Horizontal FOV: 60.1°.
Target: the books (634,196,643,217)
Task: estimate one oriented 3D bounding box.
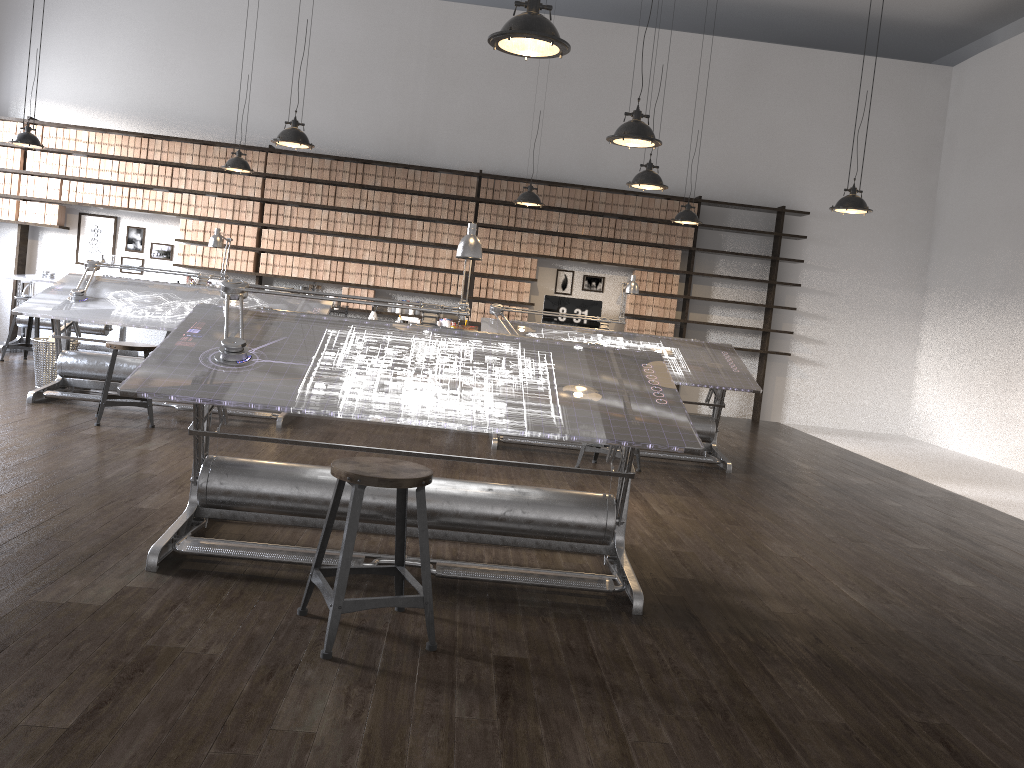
[{"bbox_3d":[1.416,-1.996,10.004,0.067,0.225,0.175,6,4,-4],"label":"books"}]

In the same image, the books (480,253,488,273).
[{"bbox_3d":[-0.312,-1.352,9.944,0.066,0.225,0.175,6,4,-4],"label":"books"}]

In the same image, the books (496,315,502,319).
[{"bbox_3d":[-0.152,-0.781,9.982,0.066,0.225,0.175,6,4,-4],"label":"books"}]

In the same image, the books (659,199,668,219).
[{"bbox_3d":[1.696,-1.967,10.020,0.066,0.225,0.175,6,4,-4],"label":"books"}]

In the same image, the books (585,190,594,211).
[{"bbox_3d":[0.863,-2.054,9.971,0.067,0.225,0.175,6,4,-4],"label":"books"}]

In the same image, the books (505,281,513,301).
[{"bbox_3d":[-0.035,-1.047,9.975,0.066,0.225,0.175,6,4,-4],"label":"books"}]

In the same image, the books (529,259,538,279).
[{"bbox_3d":[0.237,-1.295,9.978,0.066,0.225,0.175,6,4,-4],"label":"books"}]

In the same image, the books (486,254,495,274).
[{"bbox_3d":[-0.242,-1.344,9.944,0.067,0.225,0.175,6,4,-4],"label":"books"}]

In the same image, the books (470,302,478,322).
[{"bbox_3d":[-0.423,-0.810,9.962,0.066,0.225,0.175,6,4,-4],"label":"books"}]

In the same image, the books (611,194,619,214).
[{"bbox_3d":[1.148,-2.025,9.993,0.066,0.225,0.175,6,4,-4],"label":"books"}]

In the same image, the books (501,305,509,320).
[{"bbox_3d":[-0.078,-0.773,9.981,0.067,0.225,0.175,6,4,-4],"label":"books"}]

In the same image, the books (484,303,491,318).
[{"bbox_3d":[-0.279,-0.794,9.967,0.067,0.225,0.175,6,4,-4],"label":"books"}]

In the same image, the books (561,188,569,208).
[{"bbox_3d":[0.590,-2.082,9.953,0.066,0.225,0.175,6,4,-4],"label":"books"}]

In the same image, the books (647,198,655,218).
[{"bbox_3d":[1.555,-1.982,10.018,0.066,0.225,0.175,6,4,-4],"label":"books"}]

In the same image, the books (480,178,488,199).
[{"bbox_3d":[-0.318,-2.178,9.906,0.066,0.225,0.175,6,4,-4],"label":"books"}]

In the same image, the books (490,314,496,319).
[{"bbox_3d":[-0.216,-0.788,9.975,0.066,0.225,0.175,6,4,-4],"label":"books"}]

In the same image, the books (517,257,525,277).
[{"bbox_3d":[0.096,-1.309,9.970,0.066,0.225,0.175,6,4,-4],"label":"books"}]

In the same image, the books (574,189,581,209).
[{"bbox_3d":[0.724,-2.069,9.966,0.066,0.225,0.175,6,4,-4],"label":"books"}]

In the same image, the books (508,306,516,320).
[{"bbox_3d":[-0.004,-0.766,9.991,0.066,0.225,0.175,6,4,-4],"label":"books"}]

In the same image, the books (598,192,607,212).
[{"bbox_3d":[1.008,-2.039,9.980,0.066,0.225,0.175,6,4,-4],"label":"books"}]

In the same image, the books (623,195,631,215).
[{"bbox_3d":[1.282,-2.011,10.000,0.066,0.225,0.175,6,4,-4],"label":"books"}]

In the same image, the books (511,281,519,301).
[{"bbox_3d":[0.032,-1.040,9.973,0.067,0.225,0.175,6,4,-4],"label":"books"}]

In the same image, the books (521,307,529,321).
[{"bbox_3d":[0.137,-0.751,9.999,0.066,0.225,0.175,6,4,-4],"label":"books"}]

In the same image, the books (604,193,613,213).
[{"bbox_3d":[1.078,-2.032,9.989,0.066,0.225,0.175,6,4,-4],"label":"books"}]

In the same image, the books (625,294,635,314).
[{"bbox_3d":[1.339,-0.903,10.053,0.067,0.225,0.175,6,4,-4],"label":"books"}]

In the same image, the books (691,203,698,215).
[{"bbox_3d":[2.043,-1.931,10.044,0.066,0.225,0.175,6,4,-4],"label":"books"}]

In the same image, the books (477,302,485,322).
[{"bbox_3d":[-0.351,-0.802,9.963,0.066,0.225,0.175,6,4,-4],"label":"books"}]

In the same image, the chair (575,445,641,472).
[{"bbox_3d":[0.686,0.334,6.018,0.372,0.527,0.358,8,4,25],"label":"chair"}]

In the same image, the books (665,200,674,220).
[{"bbox_3d":[1.768,-1.959,10.024,0.067,0.225,0.175,6,4,-4],"label":"books"}]

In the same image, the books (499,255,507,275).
[{"bbox_3d":[-0.108,-1.330,9.956,0.066,0.225,0.175,6,4,-4],"label":"books"}]

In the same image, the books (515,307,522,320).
[{"bbox_3d":[0.067,-0.758,9.990,0.066,0.225,0.175,6,4,-4],"label":"books"}]

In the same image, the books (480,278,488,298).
[{"bbox_3d":[-0.320,-1.077,9.953,0.067,0.225,0.175,6,4,-4],"label":"books"}]

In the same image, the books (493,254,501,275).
[{"bbox_3d":[-0.170,-1.337,9.951,0.066,0.225,0.175,6,4,-4],"label":"books"}]

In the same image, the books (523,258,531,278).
[{"bbox_3d":[0.166,-1.301,9.970,0.066,0.225,0.175,6,4,-4],"label":"books"}]

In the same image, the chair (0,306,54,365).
[{"bbox_3d":[-4.511,-0.456,8.333,0.372,0.527,0.359,7,3,5],"label":"chair"}]

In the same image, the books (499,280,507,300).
[{"bbox_3d":[-0.105,-1.055,9.971,0.066,0.225,0.175,6,4,-4],"label":"books"}]

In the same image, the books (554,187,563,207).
[{"bbox_3d":[0.518,-2.090,9.952,0.066,0.225,0.175,6,4,-4],"label":"books"}]

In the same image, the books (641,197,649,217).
[{"bbox_3d":[1.486,-1.989,10.012,0.066,0.225,0.175,6,4,-4],"label":"books"}]

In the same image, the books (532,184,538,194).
[{"bbox_3d":[0.238,-2.119,9.935,0.066,0.225,0.175,6,4,-4],"label":"books"}]

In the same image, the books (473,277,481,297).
[{"bbox_3d":[-0.394,-1.085,9.954,0.066,0.225,0.175,6,4,-4],"label":"books"}]

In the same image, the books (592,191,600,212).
[{"bbox_3d":[0.937,-2.047,9.981,0.066,0.225,0.175,6,4,-4],"label":"books"}]

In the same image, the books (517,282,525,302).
[{"bbox_3d":[0.098,-1.033,9.982,0.066,0.225,0.175,6,4,-4],"label":"books"}]

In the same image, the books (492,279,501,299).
[{"bbox_3d":[-0.175,-1.061,9.962,0.066,0.225,0.175,6,4,-4],"label":"books"}]

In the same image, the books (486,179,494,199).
[{"bbox_3d":[-0.244,-2.169,9.904,0.067,0.225,0.175,6,4,-4],"label":"books"}]

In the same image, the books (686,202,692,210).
[{"bbox_3d":[1.974,-1.938,10.044,0.066,0.225,0.175,6,4,-4],"label":"books"}]

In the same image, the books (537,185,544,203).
[{"bbox_3d":[0.309,-2.112,9.938,0.067,0.225,0.175,6,4,-4],"label":"books"}]

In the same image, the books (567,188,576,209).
[{"bbox_3d":[0.662,-2.075,9.957,0.067,0.225,0.175,6,4,-4],"label":"books"}]

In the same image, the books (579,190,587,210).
[{"bbox_3d":[0.789,-2.062,9.972,0.066,0.225,0.175,6,4,-4],"label":"books"}]

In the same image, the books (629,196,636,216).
[{"bbox_3d":[1.344,-2.004,10.002,0.066,0.225,0.175,6,4,-4],"label":"books"}]

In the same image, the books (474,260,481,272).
[{"bbox_3d":[-0.381,-1.359,9.942,0.066,0.225,0.175,6,4,-4],"label":"books"}]

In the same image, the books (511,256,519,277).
[{"bbox_3d":[0.025,-1.317,9.965,0.066,0.225,0.175,6,4,-4],"label":"books"}]

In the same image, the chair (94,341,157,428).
[{"bbox_3d":[-2.521,0.000,5.818,0.358,0.527,0.373,5,4,-25],"label":"chair"}]

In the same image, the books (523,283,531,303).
[{"bbox_3d":[0.161,-1.026,9.984,0.066,0.225,0.175,6,4,-4],"label":"books"}]

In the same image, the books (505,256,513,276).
[{"bbox_3d":[-0.041,-1.323,9.955,0.067,0.225,0.175,6,4,-4],"label":"books"}]

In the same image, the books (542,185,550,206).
[{"bbox_3d":[0.379,-2.105,9.946,0.066,0.225,0.175,6,4,-4],"label":"books"}]

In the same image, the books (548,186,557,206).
[{"bbox_3d":[0.448,-2.098,9.952,0.066,0.225,0.175,6,4,-4],"label":"books"}]

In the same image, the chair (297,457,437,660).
[{"bbox_3d":[-0.429,0.519,2.750,0.358,0.527,0.373,5,4,-25],"label":"chair"}]

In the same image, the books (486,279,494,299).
[{"bbox_3d":[-0.246,-1.069,9.963,0.066,0.225,0.175,6,4,-4],"label":"books"}]

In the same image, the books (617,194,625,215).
[{"bbox_3d":[1.216,-2.017,9.991,0.067,0.225,0.175,6,4,-4],"label":"books"}]
